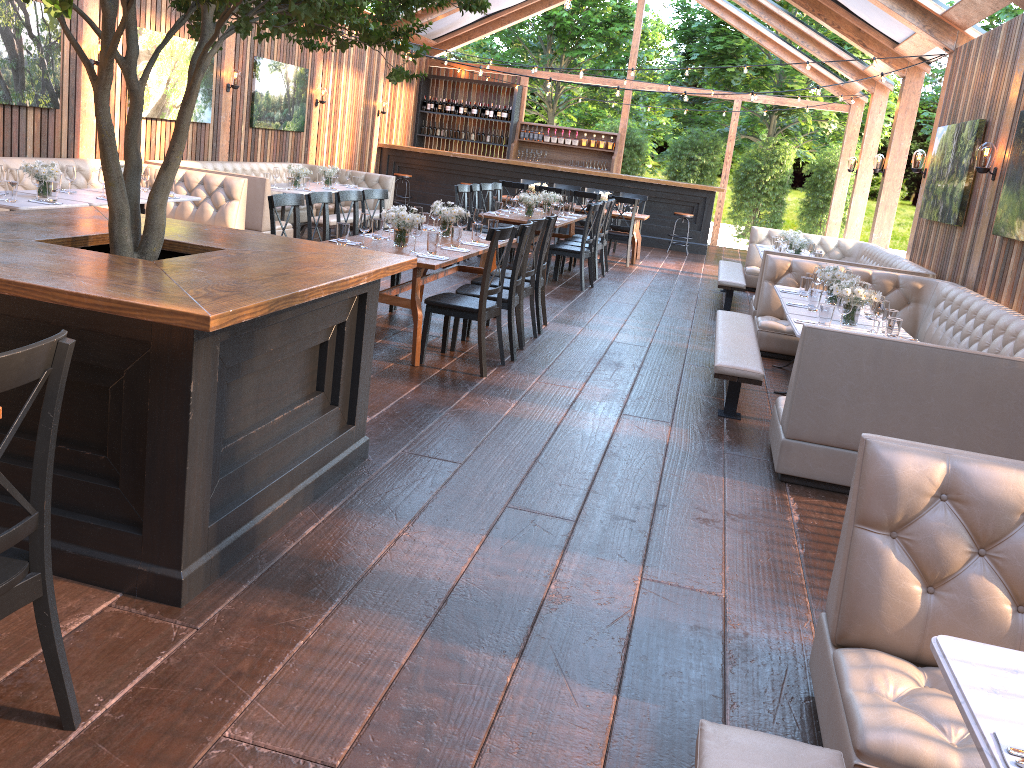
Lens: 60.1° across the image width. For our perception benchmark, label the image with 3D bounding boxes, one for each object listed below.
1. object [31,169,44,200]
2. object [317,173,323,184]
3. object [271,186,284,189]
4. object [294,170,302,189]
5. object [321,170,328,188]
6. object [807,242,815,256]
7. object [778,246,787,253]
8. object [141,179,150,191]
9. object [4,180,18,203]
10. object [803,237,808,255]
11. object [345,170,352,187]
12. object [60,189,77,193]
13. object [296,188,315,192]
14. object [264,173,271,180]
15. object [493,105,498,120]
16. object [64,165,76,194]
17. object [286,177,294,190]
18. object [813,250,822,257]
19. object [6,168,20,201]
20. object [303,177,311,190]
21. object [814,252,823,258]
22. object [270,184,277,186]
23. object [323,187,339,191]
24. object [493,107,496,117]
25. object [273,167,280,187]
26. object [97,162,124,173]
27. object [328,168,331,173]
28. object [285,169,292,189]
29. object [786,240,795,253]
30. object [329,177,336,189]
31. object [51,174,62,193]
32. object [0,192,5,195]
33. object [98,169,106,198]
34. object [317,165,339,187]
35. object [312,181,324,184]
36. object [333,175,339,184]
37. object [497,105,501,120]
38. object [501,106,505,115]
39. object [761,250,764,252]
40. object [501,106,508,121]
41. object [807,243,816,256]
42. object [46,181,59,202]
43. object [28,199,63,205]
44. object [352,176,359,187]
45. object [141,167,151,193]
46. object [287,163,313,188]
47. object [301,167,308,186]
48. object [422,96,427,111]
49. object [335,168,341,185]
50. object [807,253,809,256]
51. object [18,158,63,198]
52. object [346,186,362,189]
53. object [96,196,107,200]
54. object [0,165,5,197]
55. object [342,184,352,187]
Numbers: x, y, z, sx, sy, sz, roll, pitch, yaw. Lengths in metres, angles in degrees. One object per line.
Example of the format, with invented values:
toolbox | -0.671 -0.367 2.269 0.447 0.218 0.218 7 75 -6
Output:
object | -3.784 -1.591 7.055 0.092 0.241 0.093 0 14 -30
object | -2.765 -2.961 12.755 0.092 0.156 0.093 7 12 -2
object | -2.958 -2.459 11.078 0.158 0.018 0.258 10 15 11
object | -2.754 -2.635 11.398 0.092 0.241 0.093 0 14 -30
object | -2.570 -2.812 12.138 0.092 0.241 0.093 -1 15 -35
object | 3.407 -1.499 10.112 0.092 0.241 0.093 0 14 -30
object | 3.042 -1.466 9.981 0.092 0.156 0.093 7 12 -2
object | -3.637 -1.991 8.766 0.092 0.156 0.093 -4 17 -41
object | -3.814 -1.464 6.737 0.092 0.156 0.093 7 12 -2
object | 3.592 -1.676 10.852 0.092 0.241 0.093 -1 15 -35
object | -2.391 -2.997 12.903 0.092 0.241 0.093 -1 15 -35
object | -3.987 -1.722 7.870 0.255 0.018 0.159 10 15 12
object | -2.657 -2.481 11.302 0.255 0.018 0.159 10 15 12
object | -3.120 -2.603 11.267 0.092 0.156 0.093 7 12 -2
object | -0.349 -5.871 19.116 0.077 0.305 0.078 5 12 -10
object | -3.862 -1.783 7.730 0.092 0.241 0.093 0 14 -30
object | -2.784 -2.509 11.079 0.092 0.156 0.093 7 12 -2
object | 3.502 -1.457 10.165 0.092 0.156 0.093 7 12 -2
object | -3.852 -1.537 6.826 0.092 0.241 0.093 0 14 -30
object | -2.660 -2.594 11.451 0.092 0.156 0.093 7 12 -2
object | 3.377 -1.372 9.793 0.092 0.156 0.093 7 12 -2
object | -3.139 -2.581 11.444 0.255 0.018 0.159 10 15 12
object | -2.473 -2.658 12.042 0.255 0.018 0.159 10 15 12
object | -0.359 -5.897 19.220 0.075 0.299 0.076 6 12 -5
object | -3.015 -2.643 11.304 0.092 0.241 0.093 0 14 -30
object | -3.630 -1.910 8.184 0.338 0.305 0.331 14 15 27
object | -2.660 -3.001 12.792 0.092 0.241 0.093 -1 15 -35
object | -2.822 -2.582 11.168 0.092 0.241 0.093 0 14 -30
object | 3.147 -1.507 10.018 0.092 0.241 0.093 0 14 -30
object | -2.475 -2.771 12.191 0.092 0.156 0.093 7 12 -2
object | -3.967 -1.743 7.693 0.092 0.156 0.093 7 12 -2
object | -4.170 -1.537 7.101 0.255 0.018 0.159 10 15 12
object | -3.600 -1.768 7.796 0.092 0.241 0.093 0 14 -30
object | -2.606 -2.955 12.523 0.328 0.305 0.341 4 14 -14
object | -2.785 -2.939 12.932 0.255 0.018 0.159 10 15 12
object | -2.607 -3.036 13.108 0.092 0.156 0.093 7 12 -2
object | -0.276 -5.850 19.068 0.078 0.308 0.079 9 12 7
object | -0.192 -5.878 19.216 0.077 0.305 0.078 5 12 -10
object | 3.205 -1.629 10.926 0.255 0.018 0.159 10 15 12
object | -0.155 -5.839 19.083 0.137 0.312 0.137 11 13 18
object | 3.340 -1.445 9.882 0.092 0.241 0.093 0 14 -30
object | -3.690 -1.549 7.109 0.092 0.156 0.093 7 12 -2
object | -3.688 -1.437 6.960 0.255 0.018 0.159 10 15 12
object | -2.296 -2.955 12.956 0.092 0.156 0.093 7 12 -2
object | -3.589 -2.001 8.660 0.092 0.241 0.093 0 14 -30
object | -2.804 -2.731 11.605 0.332 0.305 0.338 16 16 33
object | -2.832 -2.828 12.072 0.092 0.241 0.093 -1 15 -35
object | -1.922 -6.179 19.482 0.081 0.320 0.173 7 12 -3
object | -2.559 -3.045 13.002 0.092 0.241 0.093 -1 15 -35
object | 3.686 -1.634 10.905 0.092 0.156 0.093 7 12 -2
object | -3.848 -1.689 7.264 0.338 0.305 0.332 13 15 23
object | -2.294 -2.843 12.807 0.255 0.018 0.159 10 15 12
object | -3.503 -1.614 7.700 0.255 0.018 0.159 10 15 12
object | -4.045 -1.599 6.961 0.092 0.241 0.093 0 14 -30
object | -2.451 -2.952 13.137 0.158 0.018 0.258 10 15 11
